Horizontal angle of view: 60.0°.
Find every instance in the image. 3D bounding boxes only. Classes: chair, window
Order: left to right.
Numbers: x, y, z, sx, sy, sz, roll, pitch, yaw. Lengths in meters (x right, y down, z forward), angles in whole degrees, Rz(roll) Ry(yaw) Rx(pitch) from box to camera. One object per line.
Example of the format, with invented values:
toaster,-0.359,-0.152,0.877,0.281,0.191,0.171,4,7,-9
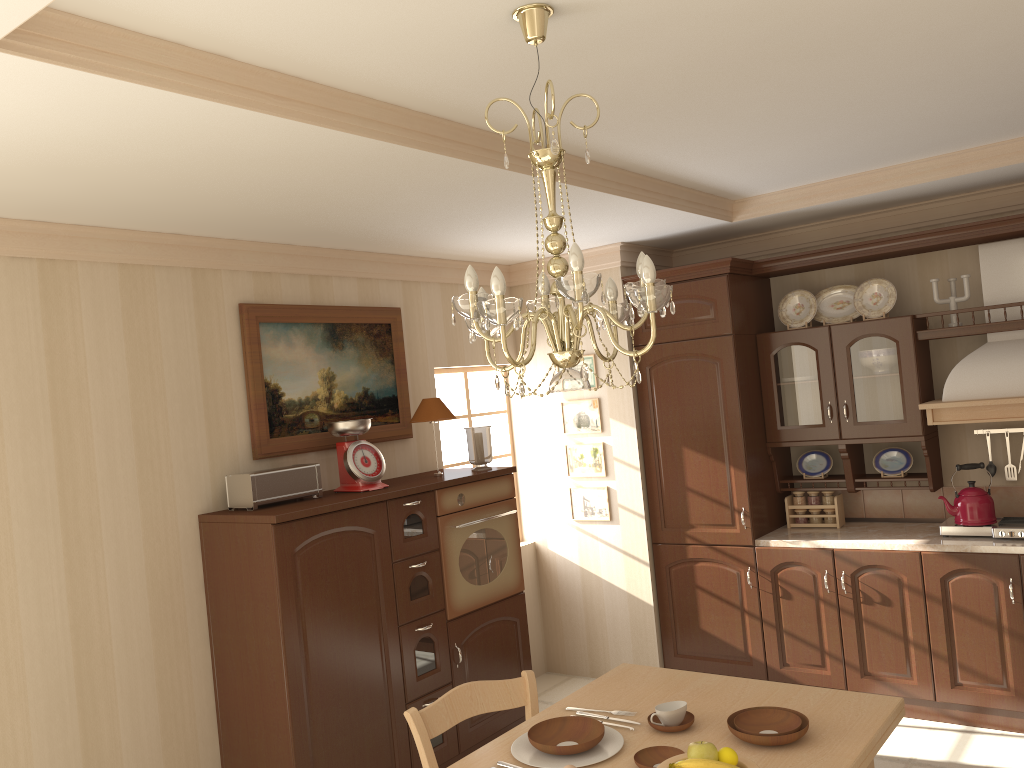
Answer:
window,-0.237,0.451,5.220,0.050,1.100,0.765,-6,-1,37
chair,0.046,1.326,2.520,0.462,0.846,0.517,-5,-1,-36

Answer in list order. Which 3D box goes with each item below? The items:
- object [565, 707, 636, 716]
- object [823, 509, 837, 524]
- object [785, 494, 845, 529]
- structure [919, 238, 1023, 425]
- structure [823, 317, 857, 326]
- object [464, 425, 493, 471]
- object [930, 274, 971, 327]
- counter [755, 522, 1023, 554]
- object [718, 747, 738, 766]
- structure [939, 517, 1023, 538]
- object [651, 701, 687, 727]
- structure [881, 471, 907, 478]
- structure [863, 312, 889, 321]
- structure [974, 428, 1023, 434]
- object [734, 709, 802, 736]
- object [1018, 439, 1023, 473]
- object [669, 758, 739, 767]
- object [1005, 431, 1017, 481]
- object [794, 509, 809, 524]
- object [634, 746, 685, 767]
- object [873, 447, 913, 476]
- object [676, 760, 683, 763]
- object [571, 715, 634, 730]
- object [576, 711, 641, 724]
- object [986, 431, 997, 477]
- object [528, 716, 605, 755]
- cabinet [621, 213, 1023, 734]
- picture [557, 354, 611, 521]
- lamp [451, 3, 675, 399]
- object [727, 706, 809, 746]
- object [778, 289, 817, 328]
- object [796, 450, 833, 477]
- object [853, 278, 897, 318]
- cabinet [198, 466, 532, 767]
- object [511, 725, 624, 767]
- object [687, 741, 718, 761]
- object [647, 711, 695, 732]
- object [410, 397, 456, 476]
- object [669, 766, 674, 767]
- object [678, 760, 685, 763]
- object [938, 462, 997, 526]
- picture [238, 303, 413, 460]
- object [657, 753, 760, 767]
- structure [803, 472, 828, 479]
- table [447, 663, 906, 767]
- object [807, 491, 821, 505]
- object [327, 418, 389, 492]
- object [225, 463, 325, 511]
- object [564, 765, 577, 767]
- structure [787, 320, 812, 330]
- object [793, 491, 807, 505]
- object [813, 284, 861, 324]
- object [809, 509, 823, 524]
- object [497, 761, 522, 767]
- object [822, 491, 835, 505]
object,0.256,0.948,2.570,0.218,0.004,0.028,-6,-1,27
object,1.727,0.716,4.810,0.068,0.088,0.068,-5,-1,-36
object,1.658,0.695,4.855,0.276,0.170,0.140,-6,-1,33
structure,2.348,-0.260,4.197,0.753,0.845,0.455,-6,-1,37
structure,1.753,-0.380,4.756,0.154,0.126,0.080,-6,-1,37
object,-0.164,0.327,4.511,0.144,0.220,0.144,-6,-1,20
object,2.173,-0.404,4.407,0.163,0.248,0.174,-6,-1,0
counter,1.924,0.755,3.354,2.603,0.034,2.422,-6,-1,37
object,0.479,0.830,1.968,0.047,0.046,0.054,-5,-1,-11
structure,2.386,0.663,4.117,0.710,0.054,0.325,-6,-1,37
object,0.425,0.902,2.401,0.119,0.055,0.063,-5,-1,-24
structure,1.989,0.421,4.628,0.110,0.126,0.080,-6,-1,37
structure,1.879,-0.395,4.590,0.110,0.126,0.080,-6,-1,37
structure,2.509,0.226,4.365,0.422,0.020,0.008,-6,-1,37
object,0.658,0.883,2.279,0.168,0.034,0.168,-5,-1,-42
object,2.525,0.344,4.351,0.089,0.195,0.005,-6,-1,37
object,0.436,0.836,1.906,0.184,0.085,0.066,-5,-1,-15
object,2.466,0.357,4.398,0.051,0.245,0.003,-6,-1,37
object,1.596,0.730,4.894,0.068,0.088,0.068,-5,-1,-36
object,0.362,0.922,2.165,0.126,0.026,0.127,-6,-1,2
object,1.989,0.404,4.633,0.202,0.143,0.071,-6,-1,35
object,0.387,0.882,1.983,0.074,0.076,0.072,-6,-1,12
object,0.251,0.946,2.474,0.218,0.008,0.022,-6,-1,40
object,0.272,0.944,2.506,0.212,0.008,0.018,-6,-1,37
object,2.397,0.352,4.447,0.048,0.231,0.015,-6,-1,39
object,0.144,0.935,2.339,0.204,0.042,0.204,-6,-1,37
cabinet,1.660,0.443,3.549,3.226,2.313,2.436,-6,-1,37
picture,0.415,0.319,5.190,0.268,0.964,0.010,-6,-1,37
lamp,0.088,-0.465,2.068,0.501,0.982,0.502,-6,-1,7
object,0.659,0.887,2.281,0.204,0.042,0.204,-5,-1,-14
object,1.557,-0.412,4.838,0.220,0.210,0.068,-6,-1,35
object,1.666,0.438,4.884,0.202,0.143,0.071,-6,-1,35
object,1.878,-0.446,4.592,0.220,0.210,0.068,-6,-1,35
cabinet,-0.555,1.148,4.069,0.538,1.349,1.513,-6,-1,37
object,0.146,0.953,2.338,0.299,0.009,0.299,-6,-1,36
object,0.425,0.828,1.973,0.069,0.061,0.068,-5,-1,-36
object,0.432,0.918,2.405,0.127,0.026,0.126,-5,-1,-26
object,-0.384,0.263,4.407,0.235,0.388,0.237,-5,-1,-41
object,0.429,0.854,1.888,0.176,0.094,0.064,-5,-1,-16
object,0.377,0.850,1.936,0.045,0.053,0.051,-6,-1,26
object,2.174,0.520,4.212,0.227,0.282,0.181,-5,-1,-29
picture,-0.849,-0.035,4.251,0.036,0.687,0.990,-6,-1,37
object,0.433,0.889,1.953,0.235,0.068,0.235,-5,-1,-5
structure,1.666,0.455,4.879,0.110,0.126,0.080,-6,-1,37
table,0.294,1.330,2.103,0.900,0.774,1.567,-6,-1,37
object,1.652,0.623,4.853,0.068,0.088,0.068,-5,-1,-36
object,-0.716,0.324,4.048,0.263,0.317,0.218,-6,-1,41
object,-1.000,0.435,3.765,0.192,0.150,0.360,-6,-1,37
object,0.133,0.902,1.976,0.058,0.104,0.058,-6,-1,16
structure,1.563,-0.361,4.833,0.110,0.126,0.080,-6,-1,37
object,1.587,0.630,4.896,0.068,0.088,0.068,-5,-1,-36
object,1.752,-0.429,4.759,0.342,0.209,0.073,-6,-1,38
object,1.662,0.723,4.852,0.068,0.088,0.068,-5,-1,-36
object,0.047,0.962,2.200,0.221,0.008,0.023,-6,-1,43
object,1.717,0.616,4.811,0.068,0.088,0.068,-5,-1,-36
